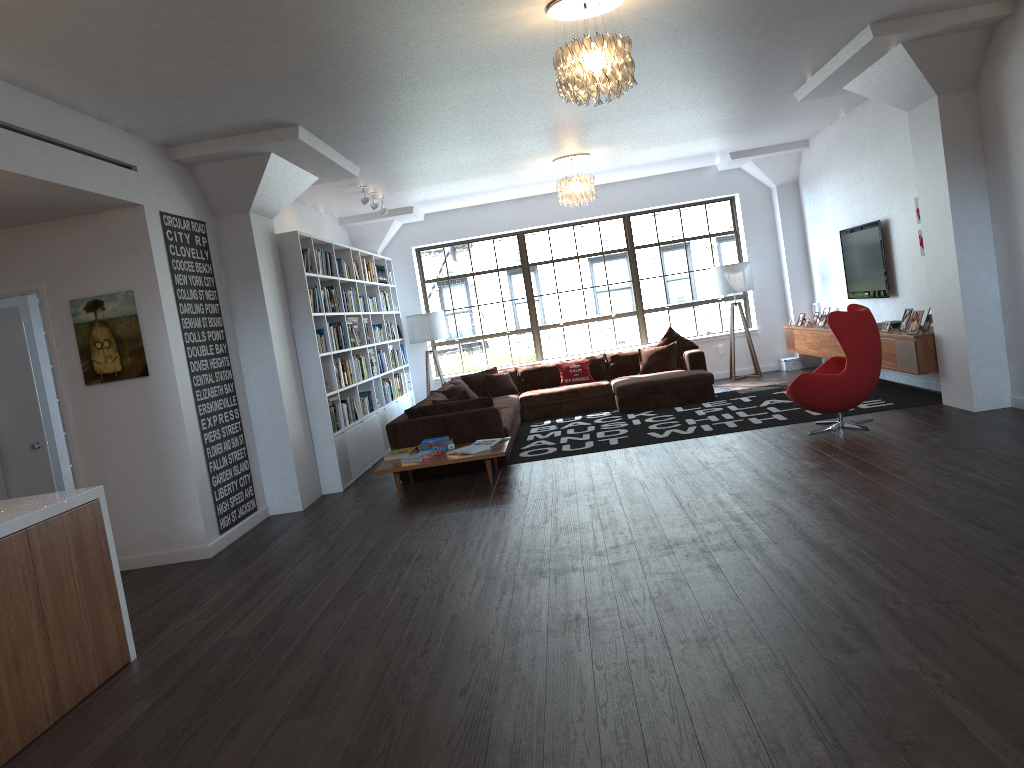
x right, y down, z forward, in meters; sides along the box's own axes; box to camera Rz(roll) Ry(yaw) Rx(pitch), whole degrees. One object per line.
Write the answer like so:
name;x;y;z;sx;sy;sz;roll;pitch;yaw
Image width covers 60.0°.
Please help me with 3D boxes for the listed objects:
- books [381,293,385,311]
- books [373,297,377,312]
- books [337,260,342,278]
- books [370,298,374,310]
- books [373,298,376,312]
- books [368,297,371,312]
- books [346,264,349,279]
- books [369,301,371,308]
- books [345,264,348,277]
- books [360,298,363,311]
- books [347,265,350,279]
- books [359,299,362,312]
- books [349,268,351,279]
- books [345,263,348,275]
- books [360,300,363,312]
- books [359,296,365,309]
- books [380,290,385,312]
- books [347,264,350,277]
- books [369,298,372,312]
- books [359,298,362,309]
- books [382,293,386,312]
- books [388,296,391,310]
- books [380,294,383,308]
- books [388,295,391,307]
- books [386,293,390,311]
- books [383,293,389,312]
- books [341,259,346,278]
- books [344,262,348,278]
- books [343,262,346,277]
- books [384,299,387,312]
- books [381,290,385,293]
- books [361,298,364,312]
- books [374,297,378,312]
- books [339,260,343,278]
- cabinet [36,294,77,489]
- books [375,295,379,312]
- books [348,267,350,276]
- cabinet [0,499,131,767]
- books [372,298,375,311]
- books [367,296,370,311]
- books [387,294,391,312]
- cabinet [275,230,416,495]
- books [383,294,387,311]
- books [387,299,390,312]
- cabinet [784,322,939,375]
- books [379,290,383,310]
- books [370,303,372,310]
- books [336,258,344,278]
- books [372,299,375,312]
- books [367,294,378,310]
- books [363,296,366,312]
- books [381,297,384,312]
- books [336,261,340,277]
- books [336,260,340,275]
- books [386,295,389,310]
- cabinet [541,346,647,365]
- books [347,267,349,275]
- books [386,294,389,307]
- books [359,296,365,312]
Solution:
books;-1.761;-1.051;11.561;0.183;0.253;0.034;-9;4;3
books;-1.781;-0.985;11.121;0.136;0.196;0.045;-9;4;4
books;-1.915;-1.220;9.507;0.146;0.202;0.027;-9;4;4
books;-1.788;-0.965;10.996;0.128;0.178;0.022;-9;4;4
books;-1.777;-0.972;11.068;0.128;0.178;0.022;-9;4;4
books;-1.795;-0.953;10.763;0.139;0.191;0.036;-9;4;4
books;-1.895;-1.242;9.906;0.128;0.178;0.022;-9;4;4
books;-1.790;-0.949;10.793;0.128;0.178;0.021;-9;4;4
books;-1.905;-1.245;9.852;0.136;0.196;0.045;-9;4;4
books;-1.812;-0.909;10.359;0.126;0.173;0.032;-9;4;4
books;-1.901;-1.247;9.954;0.134;0.184;0.030;-9;4;4
books;-1.806;-0.899;10.284;0.106;0.162;0.032;-9;4;4
books;-1.880;-1.240;10.017;0.110;0.153;0.019;-9;4;4
books;-1.904;-1.250;9.885;0.127;0.200;0.020;-9;4;4
books;-1.813;-0.905;10.331;0.122;0.169;0.023;-9;4;4
books;-1.818;-0.930;10.447;0.146;0.202;0.027;-9;4;4
books;-1.766;-1.065;11.517;0.176;0.290;0.053;-9;4;3
books;-1.898;-1.247;9.980;0.128;0.178;0.022;-9;4;4
books;-1.788;-0.949;10.820;0.126;0.173;0.032;-9;4;4
books;-1.805;-0.903;10.309;0.107;0.167;0.017;-9;4;4
books;-1.755;-1.054;11.594;0.183;0.253;0.034;-9;4;3
books;-1.732;-1.074;12.010;0.161;0.223;0.026;-9;4;3
books;-1.760;-1.041;11.453;0.160;0.250;0.026;-9;4;3
books;-1.742;-1.079;12.042;0.168;0.231;0.037;-9;4;3
books;-1.749;-1.081;11.935;0.183;0.253;0.034;-9;4;3
books;-1.745;-1.068;11.754;0.183;0.253;0.034;-9;4;3
books;-1.919;-1.248;9.722;0.158;0.226;0.052;-9;4;4
books;-1.904;-1.240;9.811;0.139;0.191;0.036;-9;4;4
books;-1.913;-1.255;9.770;0.140;0.231;0.042;-9;4;4
books;-1.749;-1.046;11.682;0.161;0.223;0.027;-9;4;3
books;-1.755;-1.088;11.788;0.176;0.290;0.036;-9;4;3
books;-1.811;-0.914;10.386;0.128;0.178;0.021;-9;4;4
books;-1.776;-0.986;11.162;0.139;0.191;0.036;-9;4;4
books;-1.915;-1.226;9.589;0.146;0.202;0.027;-9;4;4
cabinet;-4.413;-0.040;7.766;0.527;2.991;2.630;-9;4;4
books;-1.782;-1.010;11.250;0.158;0.226;0.052;-9;4;4
books;-1.888;-1.247;9.999;0.109;0.171;0.018;-9;4;4
cabinet;-2.452;1.193;2.022;0.898;0.796;4.493;-9;4;4
books;-1.780;-0.970;11.047;0.128;0.178;0.021;-9;4;4
books;-1.796;-0.954;10.704;0.146;0.202;0.027;-9;4;4
books;-1.745;-1.078;11.975;0.174;0.240;0.045;-9;4;3
cabinet;-1.855;-0.351;10.334;0.461;2.414;4.500;-9;4;4
books;-1.756;-1.056;11.717;0.174;0.240;0.045;-9;4;3
books;-1.740;-1.065;11.906;0.161;0.223;0.027;-9;4;3
cabinet;3.895;-0.473;10.021;0.459;0.350;4.501;-9;4;4
books;-1.780;-1.052;11.407;0.198;0.284;0.066;-9;4;3
books;-1.786;-0.949;10.848;0.122;0.169;0.023;-9;4;4
books;-1.917;-1.247;9.673;0.140;0.231;0.042;-9;4;4
books;-1.789;-0.970;11.021;0.134;0.184;0.030;-9;4;4
books;-1.782;-1.009;11.201;0.140;0.231;0.042;-9;4;4
books;-1.808;-0.933;10.473;0.146;0.202;0.027;-9;4;4
books;-1.754;-1.030;11.479;0.161;0.223;0.026;-9;4;3
books;-1.921;-1.209;9.449;0.139;0.191;0.036;-9;4;4
books;-1.925;-1.216;9.481;0.146;0.202;0.027;-9;4;4
books;-1.748;-1.077;11.837;0.180;0.259;0.060;-9;4;3
cabinet;1.213;-0.103;12.600;1.520;0.625;0.350;-9;4;4
books;-1.896;-1.243;9.928;0.128;0.178;0.021;-9;4;4
books;-1.742;-1.076;11.880;0.160;0.250;0.026;-9;4;3
books;-1.813;-0.923;10.414;0.139;0.191;0.036;-9;4;4
